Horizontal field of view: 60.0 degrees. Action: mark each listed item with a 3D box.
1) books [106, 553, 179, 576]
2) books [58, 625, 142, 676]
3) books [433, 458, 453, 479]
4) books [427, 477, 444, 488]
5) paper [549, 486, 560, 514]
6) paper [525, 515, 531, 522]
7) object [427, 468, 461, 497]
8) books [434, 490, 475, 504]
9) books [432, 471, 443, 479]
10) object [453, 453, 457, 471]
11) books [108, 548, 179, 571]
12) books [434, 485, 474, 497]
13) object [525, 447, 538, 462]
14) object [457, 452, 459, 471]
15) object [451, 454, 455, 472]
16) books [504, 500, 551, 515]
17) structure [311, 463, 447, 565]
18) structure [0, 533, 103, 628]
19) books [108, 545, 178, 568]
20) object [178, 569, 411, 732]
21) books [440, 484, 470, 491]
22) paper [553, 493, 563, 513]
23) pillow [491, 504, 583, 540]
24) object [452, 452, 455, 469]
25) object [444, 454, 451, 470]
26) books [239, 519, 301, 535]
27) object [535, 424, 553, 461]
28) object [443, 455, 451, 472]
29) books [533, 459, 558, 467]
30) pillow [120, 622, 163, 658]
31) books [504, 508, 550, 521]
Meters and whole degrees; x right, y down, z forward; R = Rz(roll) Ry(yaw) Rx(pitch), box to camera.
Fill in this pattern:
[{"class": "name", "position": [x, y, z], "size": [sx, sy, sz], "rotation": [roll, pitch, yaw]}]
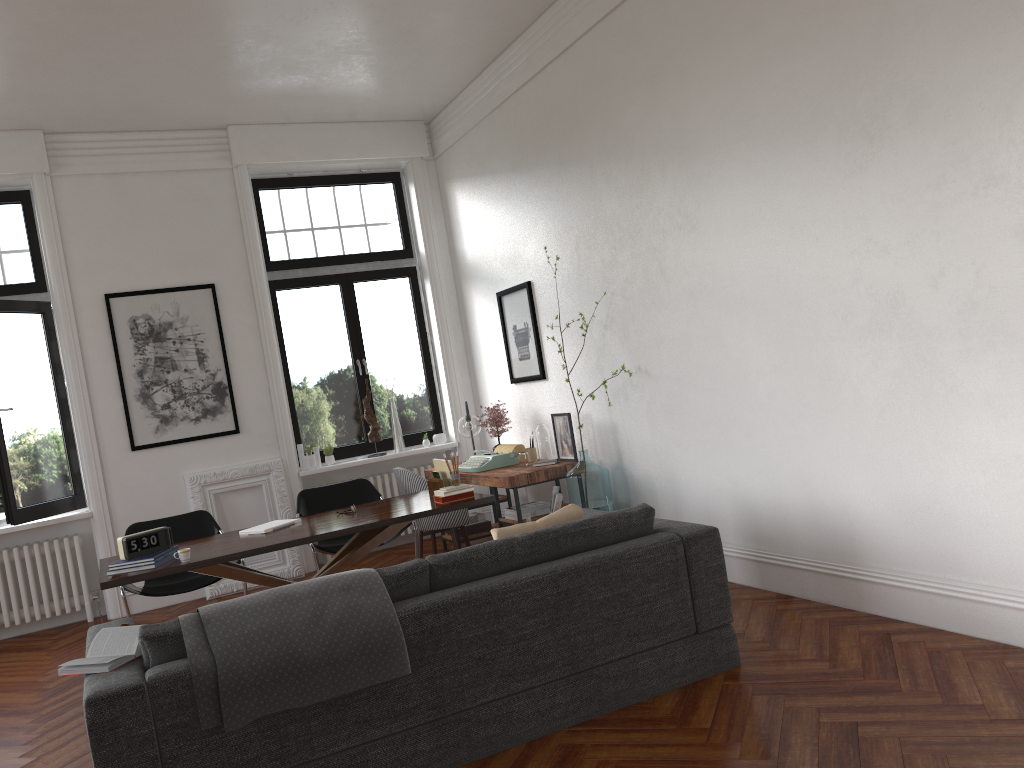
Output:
[{"class": "books", "position": [-2.025, 0.985, 4.879], "size": [0.264, 0.027, 0.347], "rotation": [-9, 1, 0]}, {"class": "books", "position": [-1.504, 0.983, 3.306], "size": [0.225, 0.096, 0.278], "rotation": [-9, 1, 17]}, {"class": "books", "position": [-0.439, 0.614, 5.892], "size": [0.043, 0.239, 0.310], "rotation": [-10, 1, -25]}, {"class": "books", "position": [-0.499, 0.681, 5.836], "size": [0.028, 0.125, 0.221], "rotation": [-10, 1, -25]}, {"class": "paper", "position": [0.269, 1.066, 6.395], "size": [0.293, 0.626, 0.048], "rotation": [-10, 2, -32]}, {"class": "paper", "position": [0.166, 1.159, 6.260], "size": [0.073, 0.479, 0.033], "rotation": [-9, 2, 12]}, {"class": "object", "position": [-0.451, 0.650, 5.855], "size": [0.149, 0.166, 0.228], "rotation": [-10, 1, -25]}, {"class": "books", "position": [-0.363, 0.703, 5.554], "size": [0.215, 0.040, 0.159], "rotation": [-9, 1, -23]}, {"class": "books", "position": [-0.480, 0.655, 5.893], "size": [0.040, 0.157, 0.128], "rotation": [-10, 2, -25]}, {"class": "object", "position": [-0.355, 0.528, 5.585], "size": [0.008, 0.195, 0.036], "rotation": [-10, 2, -13]}, {"class": "books", "position": [-2.017, 0.962, 4.870], "size": [0.250, 0.017, 0.344], "rotation": [-9, 1, 0]}, {"class": "books", "position": [-0.363, 0.668, 5.560], "size": [0.207, 0.028, 0.164], "rotation": [-9, 1, -27]}, {"class": "object", "position": [0.156, 0.572, 7.164], "size": [0.058, 0.113, 0.075], "rotation": [-10, 2, -25]}, {"class": "object", "position": [-0.344, 0.527, 5.607], "size": [0.044, 0.194, 0.008], "rotation": [-9, 2, 5]}, {"class": "object", "position": [-0.367, 0.532, 5.579], "size": [0.008, 0.193, 0.049], "rotation": [-9, 2, -1]}, {"class": "books", "position": [0.128, 0.926, 6.631], "size": [0.308, 0.038, 0.226], "rotation": [-9, 1, -25]}, {"class": "structure", "position": [-1.218, 1.251, 8.531], "size": [1.451, 0.779, 0.225], "rotation": [-10, 2, -25]}, {"class": "structure", "position": [-4.141, 1.734, 7.152], "size": [1.451, 0.779, 0.225], "rotation": [-10, 2, -25]}, {"class": "books", "position": [-2.019, 0.945, 4.869], "size": [0.250, 0.017, 0.344], "rotation": [-9, 1, 0]}, {"class": "object", "position": [-0.820, 0.967, 3.330], "size": [0.751, 0.388, 0.400], "rotation": [-9, 1, -25]}, {"class": "books", "position": [-0.360, 0.648, 5.575], "size": [0.159, 0.008, 0.128], "rotation": [-9, 1, -24]}, {"class": "paper", "position": [0.274, 1.066, 6.192], "size": [0.330, 0.610, 0.047], "rotation": [-8, 2, 45]}, {"class": "pillow", "position": [0.128, 0.821, 4.135], "size": [0.485, 0.460, 0.225], "rotation": [-10, 2, -25]}, {"class": "object", "position": [-0.369, 0.529, 5.633], "size": [0.008, 0.195, 0.032], "rotation": [-8, 2, 19]}, {"class": "object", "position": [-0.395, 0.536, 5.622], "size": [0.049, 0.193, 0.008], "rotation": [-8, 2, 34]}, {"class": "books", "position": [-1.522, 0.901, 5.598], "size": [0.231, 0.026, 0.325], "rotation": [-9, 1, 30]}, {"class": "object", "position": [0.248, 0.463, 6.956], "size": [0.112, 0.302, 0.111], "rotation": [-9, 2, 11]}, {"class": "object", "position": [-0.396, 0.536, 5.595], "size": [0.049, 0.193, 0.008], "rotation": [-10, 2, -21]}, {"class": "books", "position": [0.239, 0.604, 6.786], "size": [0.213, 0.031, 0.129], "rotation": [-9, 1, 12]}, {"class": "pillow", "position": [-1.292, 1.083, 3.568], "size": [0.470, 0.397, 0.330], "rotation": [-9, 1, 12]}, {"class": "books", "position": [0.128, 0.962, 6.621], "size": [0.308, 0.038, 0.226], "rotation": [-9, 1, -26]}]
